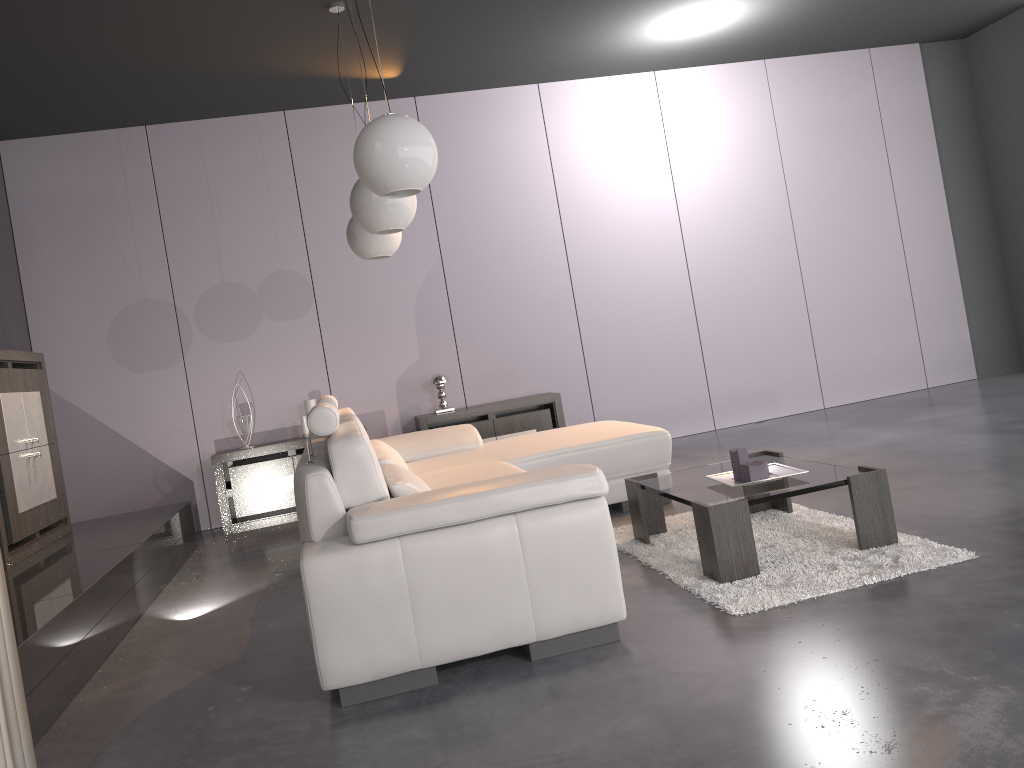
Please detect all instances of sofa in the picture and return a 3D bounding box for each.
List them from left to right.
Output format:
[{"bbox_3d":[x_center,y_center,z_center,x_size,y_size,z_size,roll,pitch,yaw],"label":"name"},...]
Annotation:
[{"bbox_3d":[0.008,0.351,4.083,1.871,0.859,2.858,-10,2,-11],"label":"sofa"}]

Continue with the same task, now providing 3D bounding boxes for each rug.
[{"bbox_3d":[0.967,0.637,3.559,0.918,0.023,1.524,-10,2,-11],"label":"rug"}]

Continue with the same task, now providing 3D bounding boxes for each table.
[{"bbox_3d":[0.950,0.499,3.576,0.702,0.271,0.904,-10,2,-11],"label":"table"}]

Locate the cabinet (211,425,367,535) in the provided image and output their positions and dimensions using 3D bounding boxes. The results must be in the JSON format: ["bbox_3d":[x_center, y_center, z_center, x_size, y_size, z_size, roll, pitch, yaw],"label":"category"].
[{"bbox_3d":[-1.544,0.677,6.374,1.074,0.555,0.376,-10,0,-11],"label":"cabinet"}]

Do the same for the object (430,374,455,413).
[{"bbox_3d":[-0.529,0.065,6.631,0.140,0.284,0.140,-10,0,-11],"label":"object"}]

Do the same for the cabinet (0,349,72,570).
[{"bbox_3d":[-2.746,0.376,4.710,0.412,1.075,1.071,-10,1,-11],"label":"cabinet"}]

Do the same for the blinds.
[{"bbox_3d":[-1.134,-0.432,1.189,0.249,2.997,3.284,-9,1,-11],"label":"blinds"}]

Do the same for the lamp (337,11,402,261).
[{"bbox_3d":[-0.865,-1.401,4.955,0.307,1.415,0.306,-9,0,-8],"label":"lamp"}]

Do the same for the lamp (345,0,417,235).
[{"bbox_3d":[-0.687,-1.397,4.084,0.307,1.415,0.306,-9,0,-8],"label":"lamp"}]

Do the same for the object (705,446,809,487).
[{"bbox_3d":[0.942,0.308,3.465,0.304,0.137,0.304,-10,2,-7],"label":"object"}]

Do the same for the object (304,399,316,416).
[{"bbox_3d":[-1.461,0.244,6.482,0.089,0.264,0.089,-10,0,40],"label":"object"}]

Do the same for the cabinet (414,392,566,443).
[{"bbox_3d":[-0.146,0.430,6.664,1.074,0.555,0.376,-10,0,-11],"label":"cabinet"}]

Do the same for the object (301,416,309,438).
[{"bbox_3d":[-1.492,0.310,6.384,0.051,0.152,0.051,-9,0,-33],"label":"object"}]

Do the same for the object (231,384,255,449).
[{"bbox_3d":[-1.924,0.226,6.315,0.124,0.466,0.108,-9,0,-10],"label":"object"}]

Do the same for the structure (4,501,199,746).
[{"bbox_3d":[-1.719,1.027,1.464,1.002,0.300,8.762,-10,2,-11],"label":"structure"}]

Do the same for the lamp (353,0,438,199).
[{"bbox_3d":[-0.520,-1.392,3.246,0.308,1.415,0.305,-9,-1,-44],"label":"lamp"}]
